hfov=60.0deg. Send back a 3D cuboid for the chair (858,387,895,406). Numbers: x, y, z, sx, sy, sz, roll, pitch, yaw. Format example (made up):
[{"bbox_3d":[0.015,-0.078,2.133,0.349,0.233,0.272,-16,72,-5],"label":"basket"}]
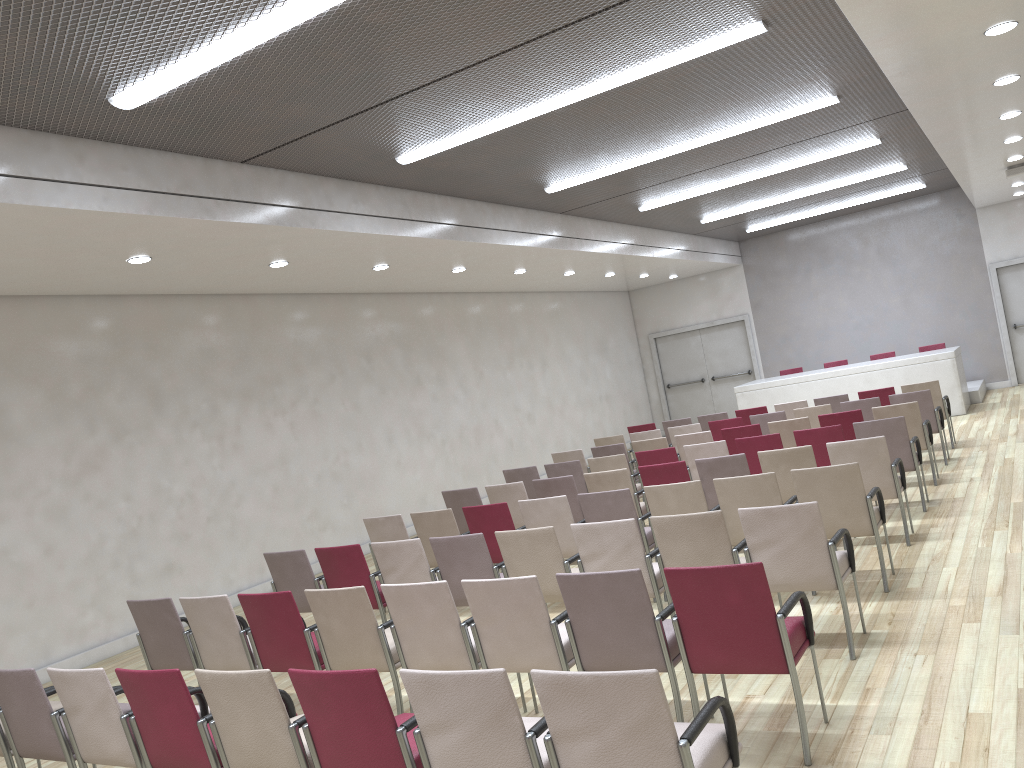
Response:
[{"bbox_3d":[4.947,0.479,11.767,0.513,0.890,0.640,-11,0,30],"label":"chair"}]

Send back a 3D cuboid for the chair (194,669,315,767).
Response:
[{"bbox_3d":[-0.920,1.574,3.868,0.513,0.890,0.640,-11,0,31],"label":"chair"}]

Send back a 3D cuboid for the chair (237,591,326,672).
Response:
[{"bbox_3d":[-1.239,1.640,5.484,0.513,0.890,0.640,-11,0,31],"label":"chair"}]

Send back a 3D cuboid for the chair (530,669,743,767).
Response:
[{"bbox_3d":[0.475,1.305,3.029,0.513,0.890,0.640,-11,0,30],"label":"chair"}]

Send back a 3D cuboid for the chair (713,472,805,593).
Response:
[{"bbox_3d":[1.850,1.054,6.482,0.513,0.890,0.640,-11,0,30],"label":"chair"}]

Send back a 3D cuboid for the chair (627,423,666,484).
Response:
[{"bbox_3d":[2.146,1.019,13.459,0.513,0.890,0.640,-11,0,31],"label":"chair"}]

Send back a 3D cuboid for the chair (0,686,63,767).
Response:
[{"bbox_3d":[-2.775,1.931,4.992,0.513,0.890,0.640,-11,0,32],"label":"chair"}]

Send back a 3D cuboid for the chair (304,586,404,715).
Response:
[{"bbox_3d":[-0.773,1.550,5.210,0.513,0.890,0.640,-11,0,30],"label":"chair"}]

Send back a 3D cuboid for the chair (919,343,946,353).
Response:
[{"bbox_3d":[7.657,-0.255,16.058,0.513,0.890,0.640,-11,0,30],"label":"chair"}]

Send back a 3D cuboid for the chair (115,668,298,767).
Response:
[{"bbox_3d":[-1.381,1.663,4.152,0.513,0.890,0.640,-11,0,31],"label":"chair"}]

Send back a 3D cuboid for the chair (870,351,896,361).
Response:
[{"bbox_3d":[6.933,-0.116,16.496,0.513,0.890,0.640,-11,0,30],"label":"chair"}]

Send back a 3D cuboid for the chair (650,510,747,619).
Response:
[{"bbox_3d":[1.241,1.166,5.434,0.513,0.890,0.640,-11,0,31],"label":"chair"}]

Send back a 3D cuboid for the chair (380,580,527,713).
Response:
[{"bbox_3d":[-0.295,1.458,4.934,0.513,0.890,0.640,-11,0,31],"label":"chair"}]

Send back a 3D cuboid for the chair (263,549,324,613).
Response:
[{"bbox_3d":[-1.540,1.702,7.113,0.513,0.890,0.640,-11,0,31],"label":"chair"}]

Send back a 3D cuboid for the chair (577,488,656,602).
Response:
[{"bbox_3d":[0.928,1.231,7.044,0.513,0.890,0.640,-11,0,31],"label":"chair"}]

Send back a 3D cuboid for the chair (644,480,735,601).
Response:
[{"bbox_3d":[1.398,1.141,6.773,0.513,0.890,0.640,-11,0,30],"label":"chair"}]

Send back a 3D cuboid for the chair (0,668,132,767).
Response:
[{"bbox_3d":[-2.311,1.842,4.719,0.513,0.890,0.640,-11,0,31],"label":"chair"}]

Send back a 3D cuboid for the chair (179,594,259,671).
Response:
[{"bbox_3d":[-1.697,1.728,5.764,0.513,0.890,0.640,-11,0,31],"label":"chair"}]

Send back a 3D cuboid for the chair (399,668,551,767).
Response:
[{"bbox_3d":[0.011,1.394,3.314,0.513,0.890,0.640,-11,0,30],"label":"chair"}]

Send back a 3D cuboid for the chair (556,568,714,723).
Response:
[{"bbox_3d":[0.626,1.280,4.377,0.513,0.890,0.640,-11,0,31],"label":"chair"}]

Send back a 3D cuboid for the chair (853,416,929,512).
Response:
[{"bbox_3d":[3.557,0.734,8.321,0.513,0.890,0.640,-11,0,30],"label":"chair"}]

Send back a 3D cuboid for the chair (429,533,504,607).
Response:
[{"bbox_3d":[-0.157,1.436,6.262,0.513,0.890,0.640,-11,0,31],"label":"chair"}]

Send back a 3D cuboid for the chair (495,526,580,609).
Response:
[{"bbox_3d":[0.301,1.348,5.990,0.513,0.890,0.640,-11,0,30],"label":"chair"}]

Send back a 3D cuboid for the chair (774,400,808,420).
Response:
[{"bbox_3d":[4.022,0.658,12.335,0.513,0.890,0.640,-11,0,31],"label":"chair"}]

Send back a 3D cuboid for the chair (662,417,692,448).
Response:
[{"bbox_3d":[2.620,0.928,13.174,0.513,0.890,0.640,-11,0,31],"label":"chair"}]

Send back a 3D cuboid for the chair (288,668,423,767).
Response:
[{"bbox_3d":[-0.459,1.485,3.596,0.513,0.890,0.640,-11,0,30],"label":"chair"}]

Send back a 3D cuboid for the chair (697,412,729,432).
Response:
[{"bbox_3d":[3.085,0.838,12.907,0.513,0.890,0.640,-11,0,31],"label":"chair"}]

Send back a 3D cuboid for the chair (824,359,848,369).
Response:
[{"bbox_3d":[6.208,0.024,16.934,0.513,0.890,0.640,-11,0,30],"label":"chair"}]

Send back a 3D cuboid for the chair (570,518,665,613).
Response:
[{"bbox_3d":[0.785,1.254,5.708,0.513,0.890,0.640,-11,0,32],"label":"chair"}]

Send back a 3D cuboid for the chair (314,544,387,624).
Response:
[{"bbox_3d":[-1.077,1.613,6.834,0.513,0.890,0.640,-11,0,30],"label":"chair"}]

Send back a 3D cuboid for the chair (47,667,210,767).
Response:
[{"bbox_3d":[-1.841,1.751,4.439,0.513,0.890,0.640,-11,0,31],"label":"chair"}]

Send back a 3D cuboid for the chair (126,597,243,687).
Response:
[{"bbox_3d":[-2.158,1.817,6.060,0.513,0.890,0.640,-11,0,30],"label":"chair"}]

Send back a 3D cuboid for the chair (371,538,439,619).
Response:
[{"bbox_3d":[-0.606,1.522,6.554,0.513,0.890,0.640,-11,0,31],"label":"chair"}]

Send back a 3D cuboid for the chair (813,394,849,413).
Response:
[{"bbox_3d":[4.470,0.571,12.053,0.513,0.890,0.640,-11,0,31],"label":"chair"}]

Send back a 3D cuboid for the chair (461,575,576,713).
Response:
[{"bbox_3d":[0.156,1.371,4.649,0.513,0.890,0.640,-11,0,31],"label":"chair"}]

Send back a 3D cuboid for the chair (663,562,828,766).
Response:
[{"bbox_3d":[1.090,1.191,4.077,0.513,0.890,0.640,-11,0,31],"label":"chair"}]

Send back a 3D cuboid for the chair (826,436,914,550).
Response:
[{"bbox_3d":[2.937,0.849,7.264,0.513,0.890,0.640,-11,0,30],"label":"chair"}]

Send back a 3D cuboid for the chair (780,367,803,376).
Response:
[{"bbox_3d":[5.483,0.164,17.372,0.513,0.890,0.640,-11,0,30],"label":"chair"}]

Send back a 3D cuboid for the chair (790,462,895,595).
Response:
[{"bbox_3d":[2.324,0.962,6.215,0.513,0.890,0.640,-11,0,30],"label":"chair"}]

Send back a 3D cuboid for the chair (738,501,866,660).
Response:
[{"bbox_3d":[1.696,1.079,5.154,0.513,0.890,0.640,-11,0,31],"label":"chair"}]

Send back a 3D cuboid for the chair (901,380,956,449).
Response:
[{"bbox_3d":[5.394,0.393,11.491,0.513,0.890,0.640,-11,0,31],"label":"chair"}]

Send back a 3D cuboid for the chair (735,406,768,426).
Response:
[{"bbox_3d":[3.550,0.749,12.615,0.513,0.890,0.640,-11,0,30],"label":"chair"}]
